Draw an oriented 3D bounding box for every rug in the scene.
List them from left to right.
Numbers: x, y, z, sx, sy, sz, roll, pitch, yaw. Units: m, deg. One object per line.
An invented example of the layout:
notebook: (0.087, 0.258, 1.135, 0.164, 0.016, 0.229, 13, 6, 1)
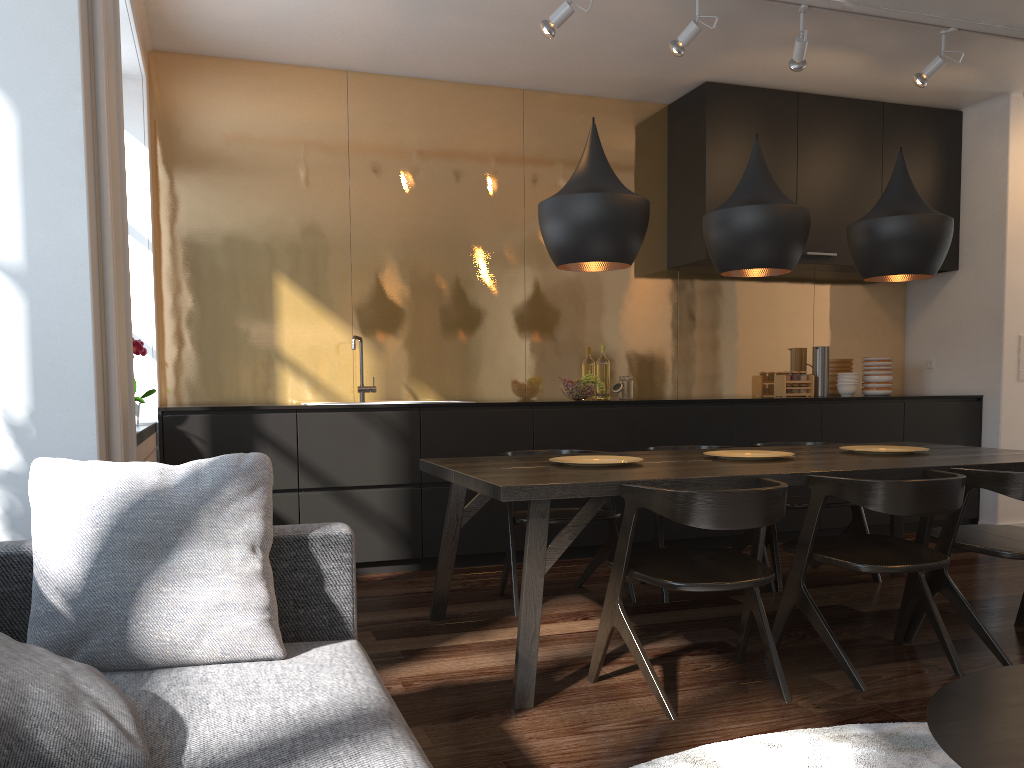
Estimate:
rug: (1.148, 0.961, 1.101, 2.833, 0.012, 2.833, 0, 0, -39)

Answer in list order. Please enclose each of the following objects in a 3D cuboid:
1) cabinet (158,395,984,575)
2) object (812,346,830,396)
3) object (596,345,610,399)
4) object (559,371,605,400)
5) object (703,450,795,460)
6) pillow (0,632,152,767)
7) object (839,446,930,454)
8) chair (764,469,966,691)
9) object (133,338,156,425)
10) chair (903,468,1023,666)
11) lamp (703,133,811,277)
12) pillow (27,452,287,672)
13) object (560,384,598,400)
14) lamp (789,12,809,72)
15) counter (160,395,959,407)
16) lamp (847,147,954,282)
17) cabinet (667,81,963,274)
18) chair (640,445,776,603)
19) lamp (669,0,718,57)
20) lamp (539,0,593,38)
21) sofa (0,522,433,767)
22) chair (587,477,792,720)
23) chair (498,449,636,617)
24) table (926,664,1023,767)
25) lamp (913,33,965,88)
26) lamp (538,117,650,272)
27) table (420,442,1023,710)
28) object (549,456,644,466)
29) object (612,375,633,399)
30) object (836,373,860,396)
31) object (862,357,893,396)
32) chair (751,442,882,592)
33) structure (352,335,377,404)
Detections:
cabinet: (0.599, 0.546, 5.391, 5.060, 0.904, 0.730, 0, 2, -19)
object: (2.142, -0.087, 6.101, 0.164, 0.341, 0.114, -1, 4, -16)
object: (0.574, -0.075, 5.582, 0.091, 0.341, 0.091, 2, 5, 38)
object: (0.405, 0.009, 5.151, 0.239, 0.174, 0.177, -1, 2, -34)
object: (0.950, 0.287, 3.552, 0.355, 0.017, 0.355, 0, 0, -38)
pillow: (-0.762, 0.395, 1.219, 0.443, 0.322, 0.491, -1, 1, -37)
object: (1.582, 0.282, 3.765, 0.355, 0.017, 0.355, 0, 0, -15)
chair: (1.238, 0.637, 3.031, 0.593, 0.674, 0.518, -1, 3, -18)
object: (-1.703, -0.033, 3.991, 0.229, 0.439, 0.405, -3, 4, -42)
chair: (1.818, 0.632, 3.227, 0.593, 0.674, 0.518, -1, 3, -20)
lamp: (0.961, -0.710, 3.479, 0.410, 0.543, 0.410, -3, 3, -42)
pillow: (-0.724, 0.355, 1.784, 0.494, 0.416, 0.285, -1, 3, -20)
object: (0.390, 0.047, 5.163, 0.218, 0.097, 0.218, 0, 1, 29)
lamp: (1.602, -0.853, 5.089, 0.089, 1.855, 1.828, 1, 2, 15)
counter: (0.594, 0.095, 5.359, 5.057, 0.002, 0.730, 0, 0, -19)
lamp: (1.622, -0.715, 3.703, 0.410, 0.543, 0.409, 1, 3, 29)
cabinet: (2.018, -1.287, 5.845, 1.954, 1.055, 0.530, -1, 3, -19)
chair: (0.887, 0.644, 4.215, 0.593, 0.674, 0.518, -1, 3, -20)
lamp: (0.844, -1.655, 4.086, 0.250, 0.241, 0.085, 1, 4, 37)
lamp: (0.241, -1.651, 3.873, 0.251, 0.240, 0.085, 0, 4, 22)
sofa: (0.070, 0.641, 0.736, 2.038, 0.674, 3.061, -1, 0, -19)
chair: (0.593, 0.642, 2.807, 0.593, 0.674, 0.518, -1, 3, -20)
chair: (0.205, 0.649, 4.014, 0.593, 0.674, 0.518, -1, 3, -22)
table: (1.013, 0.731, 1.176, 0.846, 0.474, 0.845, -1, 1, -16)
lamp: (2.195, -1.666, 4.544, 0.250, 0.241, 0.085, 1, 4, 42)
lamp: (0.300, -0.705, 3.256, 0.411, 0.543, 0.409, 0, 3, 15)
table: (0.981, 0.636, 3.546, 2.499, 0.682, 1.104, -1, 1, -19)
object: (0.317, 0.292, 3.338, 0.355, 0.017, 0.355, 0, 0, -15)
object: (0.691, 0.018, 5.460, 0.176, 0.152, 0.088, -2, 3, -41)
object: (2.318, 0.001, 6.108, 0.158, 0.161, 0.153, 0, 2, 9)
object: (2.543, -0.052, 6.157, 0.198, 0.265, 0.197, -3, 4, -44)
chair: (1.463, 0.639, 4.409, 0.593, 0.674, 0.518, -1, 3, -19)
structure: (-0.830, -0.076, 4.983, 0.109, 0.387, 0.265, -1, 3, -3)
